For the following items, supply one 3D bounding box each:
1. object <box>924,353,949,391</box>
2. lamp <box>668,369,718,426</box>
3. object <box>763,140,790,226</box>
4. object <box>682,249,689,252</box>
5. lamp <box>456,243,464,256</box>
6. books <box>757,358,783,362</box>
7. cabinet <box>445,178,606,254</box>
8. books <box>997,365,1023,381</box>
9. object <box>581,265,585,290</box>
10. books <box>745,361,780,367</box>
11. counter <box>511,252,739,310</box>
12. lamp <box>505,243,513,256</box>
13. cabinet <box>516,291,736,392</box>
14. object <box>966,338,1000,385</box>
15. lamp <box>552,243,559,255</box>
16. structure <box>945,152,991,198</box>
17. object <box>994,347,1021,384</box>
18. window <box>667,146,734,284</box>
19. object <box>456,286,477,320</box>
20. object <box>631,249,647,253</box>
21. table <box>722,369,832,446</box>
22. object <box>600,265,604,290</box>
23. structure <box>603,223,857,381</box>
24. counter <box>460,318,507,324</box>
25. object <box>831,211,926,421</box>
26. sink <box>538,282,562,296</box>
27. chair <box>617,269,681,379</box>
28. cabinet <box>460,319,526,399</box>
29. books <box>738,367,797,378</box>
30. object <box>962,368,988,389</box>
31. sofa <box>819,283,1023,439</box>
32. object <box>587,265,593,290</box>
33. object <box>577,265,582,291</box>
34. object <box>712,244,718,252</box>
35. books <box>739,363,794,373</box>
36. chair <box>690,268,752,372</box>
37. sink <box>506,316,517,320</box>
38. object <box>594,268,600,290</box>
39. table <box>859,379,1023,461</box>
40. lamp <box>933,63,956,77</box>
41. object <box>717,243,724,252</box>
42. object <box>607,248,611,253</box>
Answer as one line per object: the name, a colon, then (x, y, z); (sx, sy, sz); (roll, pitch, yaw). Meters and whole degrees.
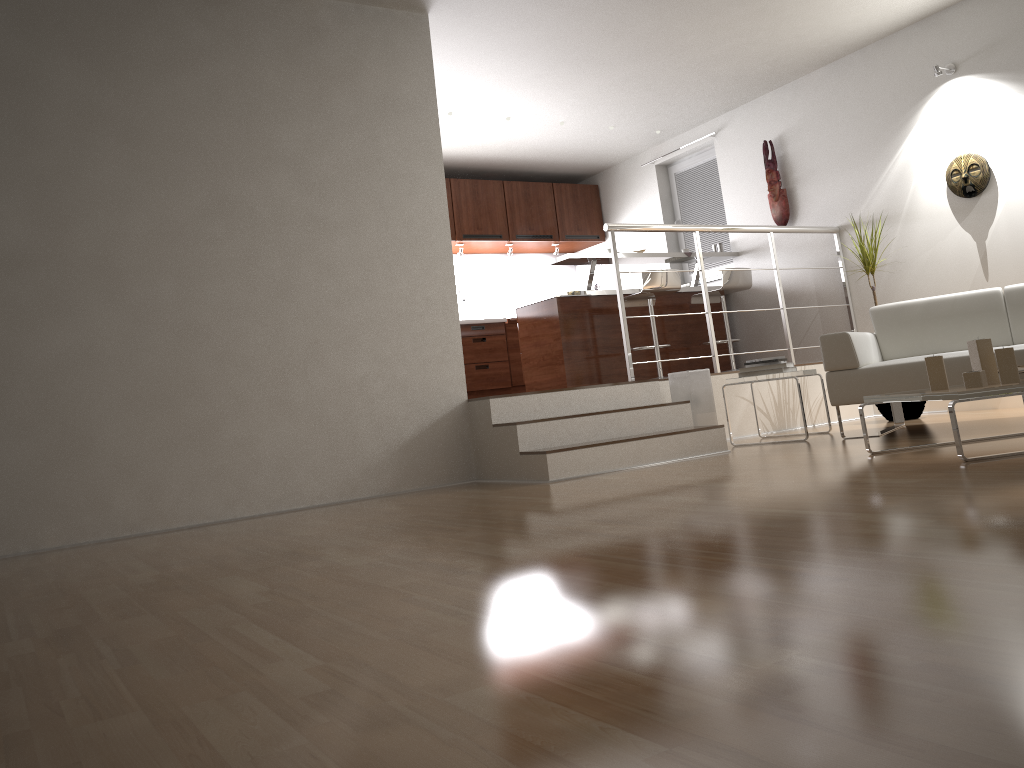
object: (1.740, -0.051, 3.589); (0.066, 0.154, 0.066); (-11, -10, 28)
lamp: (1.149, 0.157, 5.514); (0.192, 0.493, 0.194); (-1, -11, -31)
object: (2.250, -1.705, 7.483); (0.150, 0.809, 0.148); (-9, -10, 13)
object: (1.538, -1.166, 7.729); (0.079, 0.047, 0.066); (-7, -4, 5)
lamp: (-0.517, -1.340, 8.758); (0.080, 0.127, 0.078); (-8, -8, 8)
books: (1.557, -0.150, 5.384); (0.152, 0.015, 0.212); (-6, -2, -12)
cabinet: (-0.324, -1.739, 9.174); (2.726, 0.651, 0.636); (-5, -6, -31)
books: (2.143, -0.045, 3.770); (0.204, 0.057, 0.286); (-6, -2, -17)
object: (0.800, -1.179, 9.843); (0.008, 0.387, 0.032); (0, -12, -32)
books: (1.561, -0.121, 5.379); (0.214, 0.015, 0.151); (-7, -2, 28)
counter: (1.091, -0.923, 7.765); (2.108, 0.326, 0.821); (-5, -3, -31)
lamp: (-0.023, -1.388, 9.061); (0.080, 0.127, 0.078); (-8, -8, 8)
cabinet: (1.020, -0.370, 7.669); (1.853, 0.769, 0.619); (-5, -7, -31)
object: (1.902, -0.094, 3.537); (0.067, 0.201, 0.065); (-5, -9, -7)
lamp: (0.471, -1.437, 9.365); (0.080, 0.127, 0.078); (-8, -8, 8)
structure: (3.134, -1.442, 6.054); (0.069, 0.323, 0.310); (0, -8, -31)
object: (1.933, -0.078, 3.419); (0.066, 0.155, 0.066); (-11, -10, 28)
window: (1.870, -1.631, 8.496); (0.142, 1.298, 0.823); (0, -10, -32)
object: (-0.516, -0.798, 9.011); (0.330, 0.415, 0.159); (-2, -10, -31)
object: (1.106, -1.124, 7.524); (0.140, 0.042, 0.127); (-5, -3, -30)
table: (1.639, 0.139, 5.411); (0.458, 0.410, 0.548); (-10, -6, 33)
object: (0.975, -1.205, 9.542); (0.024, 0.391, 0.069); (0, -12, -31)
structure: (1.665, -0.634, 6.310); (2.330, 1.077, 0.056); (-5, -10, -31)
counter: (-1.120, -0.518, 8.385); (2.108, 0.041, 0.666); (-6, -2, -31)
object: (2.537, -0.494, 6.075); (0.503, 1.511, 0.428); (-3, -10, -19)
sink: (0.614, -0.830, 9.501); (0.673, 0.593, 0.587); (-3, -7, -31)
chair: (1.126, -0.452, 6.909); (0.389, 0.869, 0.414); (-2, -10, -27)
cabinet: (-0.481, -0.194, 8.682); (3.513, 0.819, 0.665); (-5, -6, -31)
books: (1.566, -0.073, 5.370); (0.283, 0.028, 0.226); (-8, -2, 38)
object: (1.797, -0.024, 3.400); (0.066, 0.076, 0.067); (-13, -9, 43)
sofa: (2.692, -0.177, 4.711); (1.757, 0.757, 0.901); (-8, -5, 33)
object: (0.856, -1.188, 9.740); (0.020, 0.387, 0.104); (0, -12, -32)
object: (0.754, -1.170, 9.893); (0.033, 0.392, 0.063); (0, -12, -31)
object: (1.868, -1.225, 8.032); (0.051, 0.112, 0.052); (-14, -12, 42)
books: (1.563, -0.100, 5.375); (0.284, 0.028, 0.225); (-7, -2, 28)
chair: (1.803, -0.518, 7.326); (0.387, 0.869, 0.415); (0, -11, -36)
sink: (0.076, -0.585, 9.123); (0.602, 0.204, 0.588); (-5, -3, -32)
object: (0.930, -1.205, 9.658); (0.043, 0.374, 0.088); (0, -12, -32)
table: (1.973, 0.127, 3.579); (0.796, 0.255, 0.687); (-6, -3, -7)
lamp: (3.022, -2.203, 6.139); (0.191, 0.111, 0.078); (-4, -7, -31)
object: (1.904, -1.231, 7.987); (0.051, 0.114, 0.052); (-14, -12, 42)
object: (0.826, -1.097, 7.247); (0.079, 0.047, 0.066); (-7, -5, 12)
